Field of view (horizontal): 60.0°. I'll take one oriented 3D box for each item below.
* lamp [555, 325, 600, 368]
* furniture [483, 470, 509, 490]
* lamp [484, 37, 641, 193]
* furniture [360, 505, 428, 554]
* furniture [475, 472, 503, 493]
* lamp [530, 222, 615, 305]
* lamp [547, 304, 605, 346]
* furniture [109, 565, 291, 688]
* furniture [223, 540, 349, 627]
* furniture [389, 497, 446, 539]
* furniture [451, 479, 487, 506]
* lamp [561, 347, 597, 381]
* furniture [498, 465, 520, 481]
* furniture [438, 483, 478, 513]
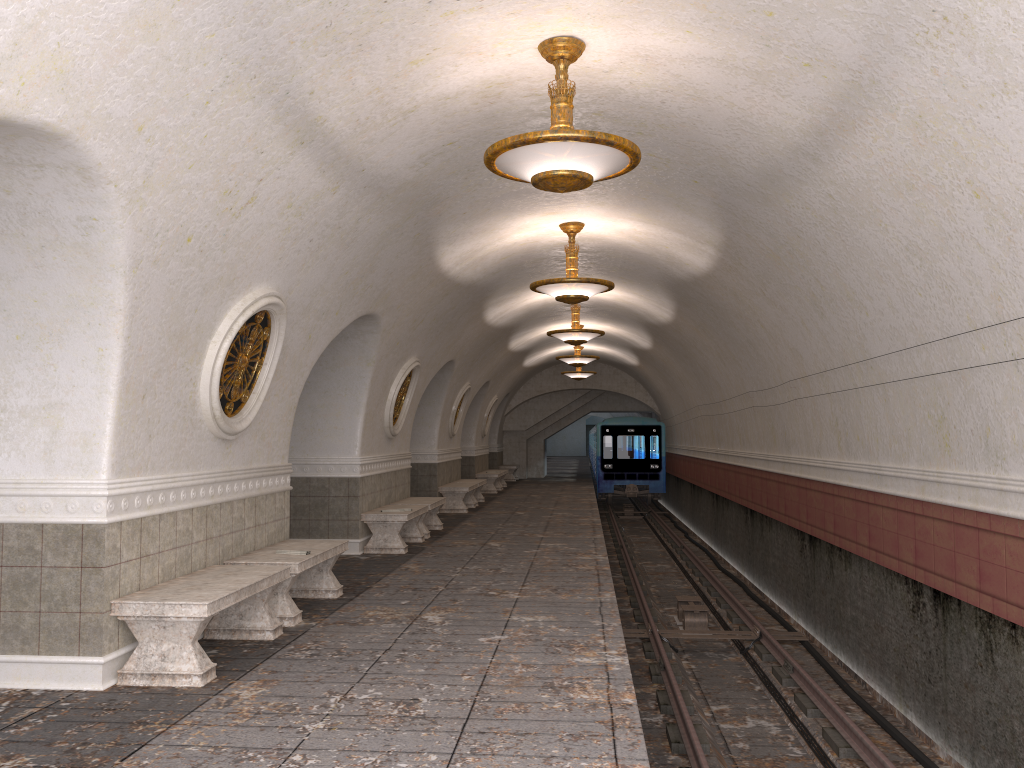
[{"bbox_3d":[1.491,-0.848,20.157,1.008,0.955,1.008,-1,-4,21],"label":"lamp"},{"bbox_3d":[-0.466,2.754,25.604,0.613,0.508,1.509,0,-3,5],"label":"furniture"},{"bbox_3d":[0.321,-1.702,5.709,1.008,0.955,1.008,1,-3,-11],"label":"lamp"},{"bbox_3d":[-1.567,1.951,12.007,0.613,0.508,1.509,0,-3,5],"label":"furniture"},{"bbox_3d":[-0.602,2.655,23.931,0.613,0.508,1.509,0,-3,5],"label":"furniture"},{"bbox_3d":[0.713,-1.416,10.547,1.008,0.955,1.008,1,-3,-11],"label":"lamp"},{"bbox_3d":[1.102,-1.132,15.353,1.008,0.955,1.008,-1,-4,21],"label":"lamp"},{"bbox_3d":[-2.051,1.597,6.028,0.613,0.508,1.509,0,-3,5],"label":"furniture"},{"bbox_3d":[-1.915,1.696,7.701,0.613,0.508,1.509,0,-3,5],"label":"furniture"},{"bbox_3d":[-1.431,2.049,13.680,0.613,0.508,1.509,0,-3,5],"label":"furniture"},{"bbox_3d":[-0.946,2.403,19.671,0.613,0.508,1.509,0,-3,5],"label":"furniture"},{"bbox_3d":[1.880,-0.564,24.963,1.008,0.955,1.008,3,-4,-39],"label":"lamp"},{"bbox_3d":[-0.094,3.025,30.202,0.613,0.508,1.509,0,-3,5],"label":"furniture"},{"bbox_3d":[-1.082,2.305,17.998,0.613,0.508,1.509,0,-3,5],"label":"furniture"}]
